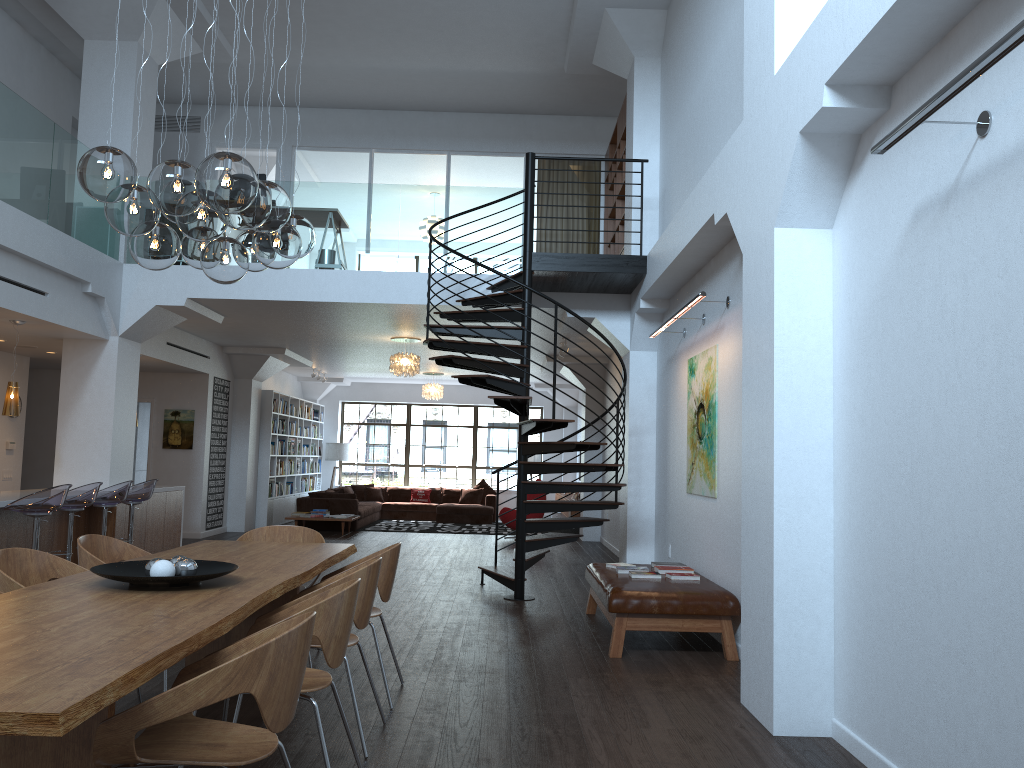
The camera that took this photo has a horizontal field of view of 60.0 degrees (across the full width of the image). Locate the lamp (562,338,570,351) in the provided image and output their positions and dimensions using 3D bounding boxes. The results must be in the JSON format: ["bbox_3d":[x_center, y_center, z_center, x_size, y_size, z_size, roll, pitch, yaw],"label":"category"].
[{"bbox_3d":[0.730,-0.528,12.151,0.120,0.211,0.111,4,-5,-26],"label":"lamp"}]

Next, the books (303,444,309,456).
[{"bbox_3d":[-4.340,1.387,18.645,0.140,0.231,0.042,2,-5,0],"label":"books"}]

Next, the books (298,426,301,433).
[{"bbox_3d":[-4.334,0.956,17.867,0.146,0.202,0.027,2,-5,0],"label":"books"}]

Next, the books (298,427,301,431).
[{"bbox_3d":[-4.328,0.959,17.834,0.139,0.191,0.036,2,-5,0],"label":"books"}]

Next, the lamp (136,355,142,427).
[{"bbox_3d":[-4.742,0.082,11.110,0.149,0.900,0.149,-3,-7,44],"label":"lamp"}]

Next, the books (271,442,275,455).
[{"bbox_3d":[-4.311,1.149,15.846,0.140,0.231,0.042,2,-5,0],"label":"books"}]

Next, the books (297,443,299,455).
[{"bbox_3d":[-4.336,1.292,17.652,0.174,0.251,0.051,2,-5,0],"label":"books"}]

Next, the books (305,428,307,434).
[{"bbox_3d":[-4.343,1.013,18.441,0.134,0.184,0.030,2,-5,0],"label":"books"}]

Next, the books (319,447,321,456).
[{"bbox_3d":[-4.359,1.493,19.798,0.182,0.215,0.188,2,-5,0],"label":"books"}]

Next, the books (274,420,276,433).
[{"bbox_3d":[-4.304,0.760,15.795,0.174,0.242,0.105,2,-5,0],"label":"books"}]

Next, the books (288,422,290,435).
[{"bbox_3d":[-4.311,0.842,16.828,0.182,0.253,0.034,2,-5,0],"label":"books"}]

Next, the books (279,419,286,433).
[{"bbox_3d":[-4.338,0.807,16.609,0.198,0.284,0.049,2,-5,0],"label":"books"}]

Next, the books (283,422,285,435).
[{"bbox_3d":[-4.319,0.820,16.493,0.174,0.240,0.054,2,-5,0],"label":"books"}]

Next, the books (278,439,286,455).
[{"bbox_3d":[-4.329,1.183,16.604,0.176,0.294,0.102,2,-5,0],"label":"books"}]

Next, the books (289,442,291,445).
[{"bbox_3d":[-4.340,1.234,16.986,0.183,0.253,0.042,2,-5,0],"label":"books"}]

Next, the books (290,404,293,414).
[{"bbox_3d":[-4.315,0.508,17.154,0.140,0.231,0.042,2,-5,0],"label":"books"}]

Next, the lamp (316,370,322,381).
[{"bbox_3d":[-3.871,-0.171,17.794,0.120,0.211,0.111,6,-6,-41],"label":"lamp"}]

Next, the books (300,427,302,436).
[{"bbox_3d":[-4.325,0.959,17.894,0.146,0.202,0.027,2,-5,0],"label":"books"}]

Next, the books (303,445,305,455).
[{"bbox_3d":[-4.338,1.368,18.276,0.140,0.206,0.042,2,-5,0],"label":"books"}]

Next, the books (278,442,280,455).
[{"bbox_3d":[-4.321,1.167,16.118,0.174,0.239,0.045,2,-5,0],"label":"books"}]

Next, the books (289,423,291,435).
[{"bbox_3d":[-4.316,0.854,16.901,0.174,0.239,0.045,2,-5,0],"label":"books"}]

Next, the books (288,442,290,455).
[{"bbox_3d":[-4.328,1.231,16.874,0.174,0.240,0.054,2,-5,0],"label":"books"}]

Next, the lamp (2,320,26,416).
[{"bbox_3d":[-3.859,-0.489,9.482,0.149,1.807,2.842,-2,-6,39],"label":"lamp"}]

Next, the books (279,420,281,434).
[{"bbox_3d":[-4.328,0.788,16.230,0.180,0.259,0.042,2,-5,0],"label":"books"}]

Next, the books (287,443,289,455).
[{"bbox_3d":[-4.329,1.236,16.830,0.161,0.223,0.032,2,-5,0],"label":"books"}]

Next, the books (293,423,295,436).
[{"bbox_3d":[-4.323,0.884,17.249,0.174,0.239,0.045,2,-5,0],"label":"books"}]

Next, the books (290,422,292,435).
[{"bbox_3d":[-4.318,0.856,17.002,0.182,0.253,0.034,2,-5,0],"label":"books"}]

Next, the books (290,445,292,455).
[{"bbox_3d":[-4.330,1.268,17.105,0.161,0.207,0.135,2,-5,-1],"label":"books"}]

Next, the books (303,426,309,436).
[{"bbox_3d":[-4.343,1.005,18.625,0.140,0.231,0.042,2,-5,0],"label":"books"}]

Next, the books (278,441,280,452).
[{"bbox_3d":[-4.325,1.168,16.169,0.170,0.245,0.057,2,-5,0],"label":"books"}]

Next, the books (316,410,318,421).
[{"bbox_3d":[-4.344,0.683,19.366,0.183,0.253,0.042,2,-5,0],"label":"books"}]

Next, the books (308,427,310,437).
[{"bbox_3d":[-4.347,1.012,18.673,0.158,0.226,0.052,2,-5,0],"label":"books"}]

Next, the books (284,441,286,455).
[{"bbox_3d":[-4.319,1.197,16.540,0.182,0.253,0.034,2,-5,0],"label":"books"}]

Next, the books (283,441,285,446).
[{"bbox_3d":[-4.329,1.193,16.506,0.182,0.253,0.034,2,-5,0],"label":"books"}]

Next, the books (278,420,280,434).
[{"bbox_3d":[-4.321,0.783,16.144,0.183,0.253,0.042,2,-5,0],"label":"books"}]

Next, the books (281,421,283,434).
[{"bbox_3d":[-4.328,0.804,16.382,0.183,0.253,0.042,2,-5,0],"label":"books"}]

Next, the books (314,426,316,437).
[{"bbox_3d":[-4.339,1.042,19.181,0.183,0.253,0.034,2,-5,-1],"label":"books"}]

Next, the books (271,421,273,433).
[{"bbox_3d":[-4.306,0.760,15.650,0.161,0.218,0.101,2,-5,0],"label":"books"}]

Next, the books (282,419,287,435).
[{"bbox_3d":[-4.322,0.809,16.661,0.176,0.291,0.053,2,-5,0],"label":"books"}]

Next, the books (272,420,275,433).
[{"bbox_3d":[-4.300,0.757,15.712,0.172,0.235,0.112,2,-5,0],"label":"books"}]

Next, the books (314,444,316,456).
[{"bbox_3d":[-4.359,1.426,19.237,0.183,0.253,0.042,2,-5,0],"label":"books"}]

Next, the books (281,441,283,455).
[{"bbox_3d":[-4.322,1.182,16.366,0.182,0.253,0.034,2,-5,0],"label":"books"}]

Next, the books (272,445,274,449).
[{"bbox_3d":[-4.300,1.175,15.758,0.120,0.167,0.020,2,-5,0],"label":"books"}]

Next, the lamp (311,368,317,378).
[{"bbox_3d":[-3.865,-0.214,17.290,0.111,0.211,0.120,-2,-6,34],"label":"lamp"}]

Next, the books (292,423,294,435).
[{"bbox_3d":[-4.325,0.876,17.198,0.170,0.245,0.057,2,-5,0],"label":"books"}]

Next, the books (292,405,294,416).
[{"bbox_3d":[-4.321,0.514,17.203,0.158,0.226,0.052,2,-5,0],"label":"books"}]

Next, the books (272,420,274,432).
[{"bbox_3d":[-4.302,0.756,15.680,0.152,0.232,0.104,2,-5,0],"label":"books"}]

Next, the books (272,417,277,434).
[{"bbox_3d":[-4.296,0.743,15.874,0.176,0.290,0.053,2,-5,0],"label":"books"}]

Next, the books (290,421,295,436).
[{"bbox_3d":[-4.328,0.865,17.327,0.176,0.290,0.053,2,-5,0],"label":"books"}]
